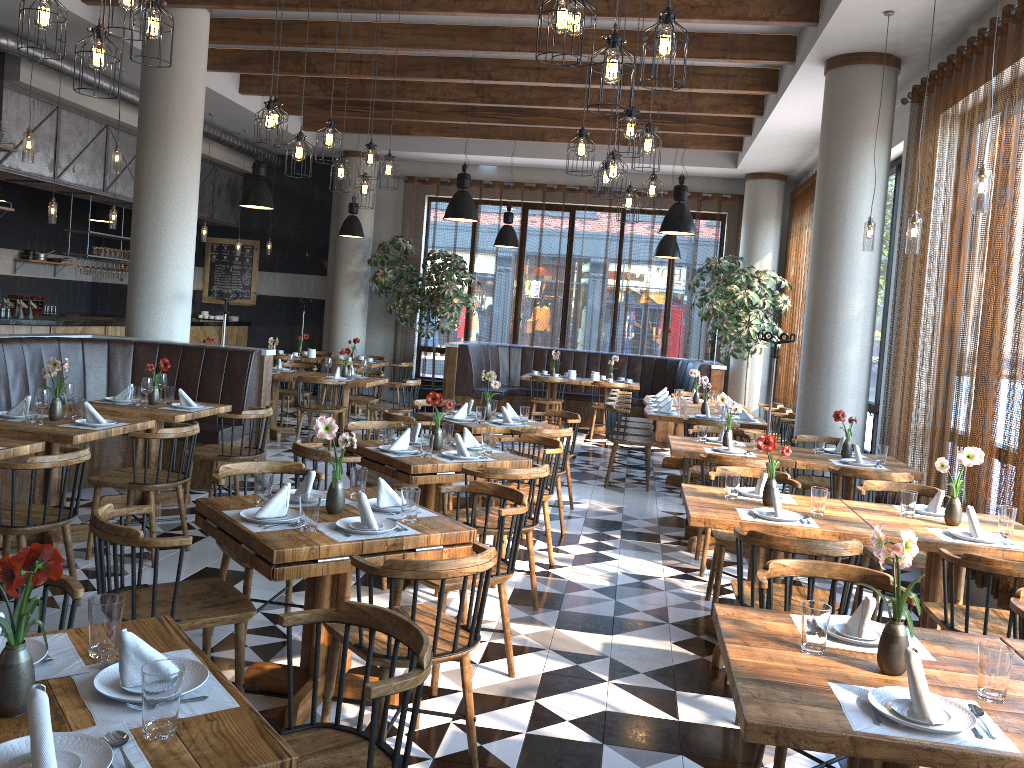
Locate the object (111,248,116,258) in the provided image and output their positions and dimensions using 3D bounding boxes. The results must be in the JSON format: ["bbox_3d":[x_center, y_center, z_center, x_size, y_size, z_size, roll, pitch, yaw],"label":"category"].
[{"bbox_3d":[-5.446,-1.784,12.105,0.080,0.132,0.080,6,3,38],"label":"object"}]

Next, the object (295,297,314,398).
[{"bbox_3d":[-3.512,-0.613,14.777,0.375,1.656,0.374,6,2,30],"label":"object"}]

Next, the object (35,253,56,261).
[{"bbox_3d":[-7.463,-2.039,14.167,0.347,0.153,0.200,2,4,-29],"label":"object"}]

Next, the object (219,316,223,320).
[{"bbox_3d":[-4.923,-1.108,14.971,0.080,0.066,0.098,6,4,20],"label":"object"}]

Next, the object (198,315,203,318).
[{"bbox_3d":[-5.228,-1.126,14.904,0.080,0.066,0.098,6,4,20],"label":"object"}]

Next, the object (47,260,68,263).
[{"bbox_3d":[-7.484,-2.020,14.528,0.243,0.059,0.350,5,4,4],"label":"object"}]

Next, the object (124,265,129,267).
[{"bbox_3d":[-6.568,-2.041,15.492,0.352,0.060,0.232,6,5,20],"label":"object"}]

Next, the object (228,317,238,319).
[{"bbox_3d":[-4.779,-1.129,15.208,0.176,0.016,0.175,9,6,43],"label":"object"}]

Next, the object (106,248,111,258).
[{"bbox_3d":[-5.463,-1.776,11.989,0.080,0.132,0.080,6,3,38],"label":"object"}]

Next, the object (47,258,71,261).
[{"bbox_3d":[-7.447,-2.039,14.514,0.243,0.084,0.347,8,5,38],"label":"object"}]

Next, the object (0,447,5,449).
[{"bbox_3d":[-2.705,0.254,4.324,0.272,0.137,0.352,5,4,8],"label":"object"}]

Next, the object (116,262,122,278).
[{"bbox_3d":[-5.441,-1.577,12.264,0.081,0.215,0.081,4,2,-1],"label":"object"}]

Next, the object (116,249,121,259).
[{"bbox_3d":[-5.430,-1.792,12.222,0.080,0.132,0.080,6,3,38],"label":"object"}]

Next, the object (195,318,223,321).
[{"bbox_3d":[-5.081,-1.092,14.929,0.437,0.018,0.273,5,4,8],"label":"object"}]

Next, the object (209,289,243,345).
[{"bbox_3d":[-2.821,-0.081,8.589,0.374,1.656,0.375,4,2,-15],"label":"object"}]

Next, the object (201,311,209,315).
[{"bbox_3d":[-5.285,-1.187,15.239,0.129,0.128,0.130,2,4,-36],"label":"object"}]

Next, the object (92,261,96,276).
[{"bbox_3d":[-5.622,-1.566,11.938,0.081,0.215,0.081,4,2,-1],"label":"object"}]

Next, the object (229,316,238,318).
[{"bbox_3d":[-4.777,-1.150,15.207,0.176,0.016,0.175,9,6,43],"label":"object"}]

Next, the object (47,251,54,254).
[{"bbox_3d":[-7.465,-2.060,14.145,0.294,0.172,0.065,2,3,-31],"label":"object"}]

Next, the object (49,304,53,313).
[{"bbox_3d":[-7.526,-1.235,14.433,0.094,0.136,0.047,5,2,9],"label":"object"}]

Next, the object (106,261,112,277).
[{"bbox_3d":[-5.474,-1.562,12.037,0.081,0.215,0.081,4,2,-1],"label":"object"}]

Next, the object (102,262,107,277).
[{"bbox_3d":[-5.588,-1.582,12.173,0.081,0.215,0.081,4,2,-1],"label":"object"}]

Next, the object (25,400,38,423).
[{"bbox_3d":[-2.892,0.164,5.333,0.080,0.132,0.080,5,3,8],"label":"object"}]

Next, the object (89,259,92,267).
[{"bbox_3d":[-5.638,-1.558,11.820,0.081,0.215,0.081,4,2,-1],"label":"object"}]

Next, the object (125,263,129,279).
[{"bbox_3d":[-5.412,-1.591,12.471,0.081,0.215,0.081,4,2,-1],"label":"object"}]

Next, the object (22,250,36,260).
[{"bbox_3d":[-7.567,-2.022,13.887,0.190,0.148,0.193,6,4,21],"label":"object"}]

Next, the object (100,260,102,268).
[{"bbox_3d":[-5.605,-1.574,12.055,0.081,0.215,0.081,4,2,-1],"label":"object"}]

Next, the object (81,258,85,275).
[{"bbox_3d":[-5.655,-1.550,11.703,0.081,0.215,0.081,4,2,-1],"label":"object"}]

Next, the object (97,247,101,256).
[{"bbox_3d":[-5.584,-1.787,12.006,0.080,0.132,0.080,6,3,38],"label":"object"}]

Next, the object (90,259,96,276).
[{"bbox_3d":[-5.524,-1.539,11.684,0.081,0.215,0.081,4,2,-1],"label":"object"}]

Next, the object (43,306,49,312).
[{"bbox_3d":[-7.539,-1.229,14.341,0.094,0.136,0.047,5,2,3],"label":"object"}]

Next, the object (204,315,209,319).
[{"bbox_3d":[-5.131,-1.118,14.891,0.080,0.066,0.098,6,4,20],"label":"object"}]

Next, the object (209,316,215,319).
[{"bbox_3d":[-5.035,-1.109,14.877,0.080,0.066,0.098,6,4,20],"label":"object"}]

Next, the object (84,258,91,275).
[{"bbox_3d":[-5.541,-1.531,11.567,0.081,0.215,0.081,4,2,-1],"label":"object"}]

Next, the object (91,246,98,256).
[{"bbox_3d":[-5.601,-1.779,11.889,0.080,0.132,0.080,6,3,38],"label":"object"}]

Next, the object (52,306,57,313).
[{"bbox_3d":[-7.513,-1.241,14.524,0.093,0.136,0.047,4,2,-17],"label":"object"}]

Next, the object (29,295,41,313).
[{"bbox_3d":[-7.556,-1.264,13.988,0.189,0.257,0.070,4,2,0],"label":"object"}]

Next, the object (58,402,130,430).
[{"bbox_3d":[-2.549,0.181,5.421,0.272,0.137,0.352,5,4,8],"label":"object"}]

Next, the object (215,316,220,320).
[{"bbox_3d":[-4.938,-1.101,14.863,0.080,0.066,0.098,6,4,20],"label":"object"}]

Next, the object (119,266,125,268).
[{"bbox_3d":[-6.831,-2.052,15.524,0.100,0.036,0.100,5,4,4],"label":"object"}]

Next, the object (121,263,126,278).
[{"bbox_3d":[-5.427,-1.584,12.367,0.081,0.215,0.081,4,2,-1],"label":"object"}]

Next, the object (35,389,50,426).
[{"bbox_3d":[-2.780,0.138,5.245,0.081,0.215,0.081,3,3,-29],"label":"object"}]

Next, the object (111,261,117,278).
[{"bbox_3d":[-5.457,-1.570,12.154,0.081,0.215,0.081,4,2,-1],"label":"object"}]

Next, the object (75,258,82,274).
[{"bbox_3d":[-5.672,-1.543,11.585,0.081,0.215,0.081,4,2,-1],"label":"object"}]

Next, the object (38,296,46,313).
[{"bbox_3d":[-7.540,-1.272,14.110,0.189,0.257,0.070,5,2,10],"label":"object"}]

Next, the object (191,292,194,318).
[{"bbox_3d":[-5.779,-1.377,15.223,0.356,0.568,0.550,5,3,8],"label":"object"}]

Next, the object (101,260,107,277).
[{"bbox_3d":[-5.491,-1.555,11.919,0.081,0.215,0.081,4,2,-1],"label":"object"}]

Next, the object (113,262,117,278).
[{"bbox_3d":[-5.558,-1.596,12.385,0.081,0.215,0.081,4,2,-1],"label":"object"}]

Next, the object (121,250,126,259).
[{"bbox_3d":[-5.413,-1.799,12.338,0.080,0.132,0.080,6,3,38],"label":"object"}]

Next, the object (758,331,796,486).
[{"bbox_3d":[2.254,0.371,7.781,0.374,1.656,0.375,4,2,-10],"label":"object"}]

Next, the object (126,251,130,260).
[{"bbox_3d":[-5.396,-1.807,12.455,0.080,0.132,0.080,6,3,38],"label":"object"}]

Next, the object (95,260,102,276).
[{"bbox_3d":[-5.507,-1.547,11.802,0.081,0.215,0.081,4,2,-1],"label":"object"}]

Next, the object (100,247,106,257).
[{"bbox_3d":[-5.480,-1.768,11.872,0.080,0.132,0.080,6,3,38],"label":"object"}]
